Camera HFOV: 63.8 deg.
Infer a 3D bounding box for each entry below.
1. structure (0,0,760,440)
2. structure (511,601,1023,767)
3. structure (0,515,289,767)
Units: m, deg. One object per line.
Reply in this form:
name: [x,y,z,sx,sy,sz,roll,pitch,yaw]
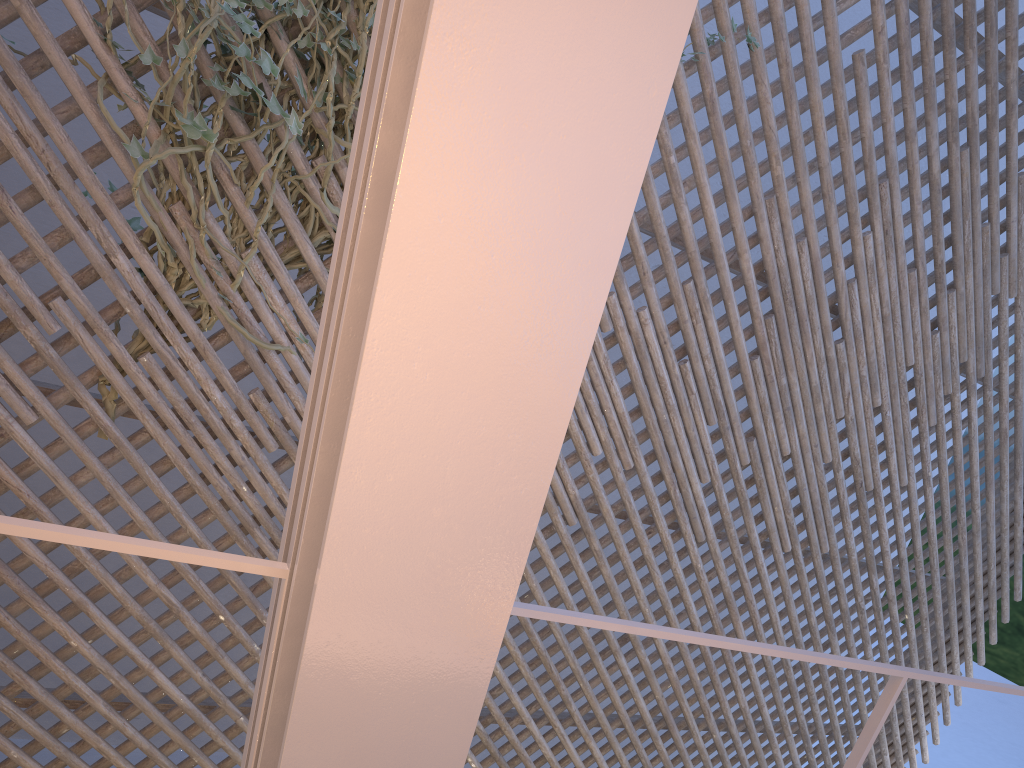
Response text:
structure: [0.008,-1.057,1.770,2.422,2.969,0.648,8,20,-30]
structure: [0.644,0.695,1.207,1.757,0.614,0.024,15,19,-25]
structure: [-1.012,0.203,0.390,1.760,0.614,0.024,15,19,-25]
